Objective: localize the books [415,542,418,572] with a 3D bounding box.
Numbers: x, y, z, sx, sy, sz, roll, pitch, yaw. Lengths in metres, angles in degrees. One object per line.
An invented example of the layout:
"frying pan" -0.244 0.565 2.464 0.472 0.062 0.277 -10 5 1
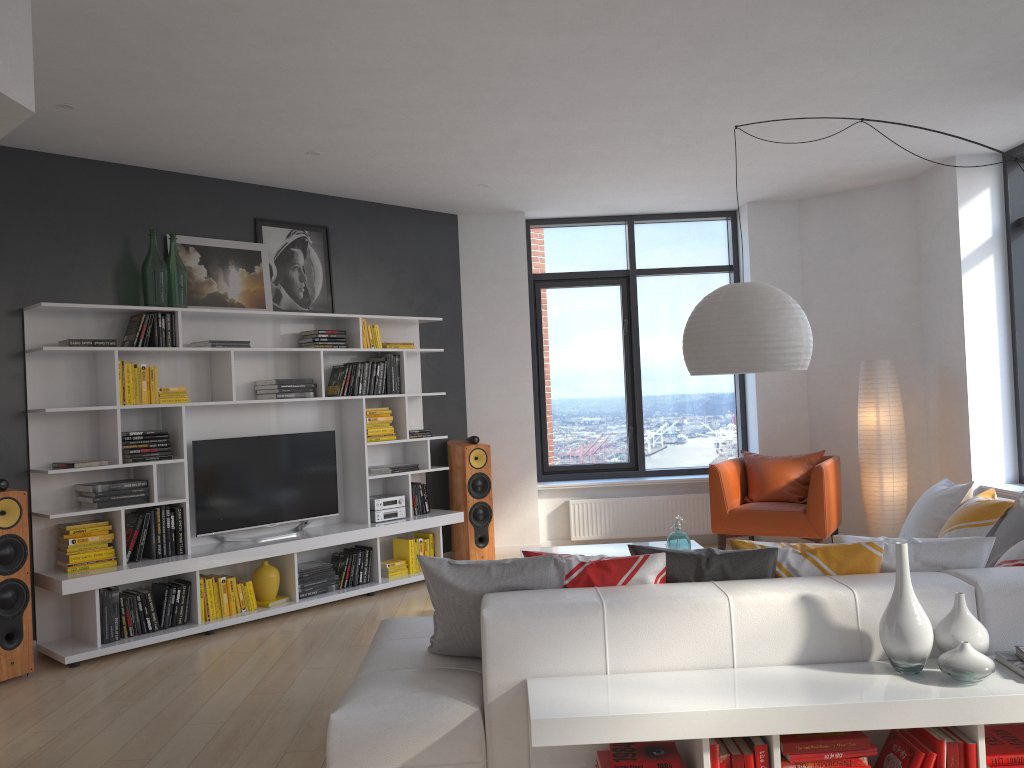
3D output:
"books" -0.786 1.335 6.862 0.156 0.229 0.024 -3 -1 44

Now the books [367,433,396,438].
"books" -1.059 0.397 6.813 0.257 0.024 0.203 -2 -1 -43

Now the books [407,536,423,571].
"books" -0.765 1.322 6.908 0.185 0.250 0.035 -3 -1 44

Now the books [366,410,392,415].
"books" -1.067 0.221 6.833 0.223 0.023 0.163 -2 -1 -42

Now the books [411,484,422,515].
"books" -0.783 0.909 7.004 0.169 0.242 0.050 -3 -1 44

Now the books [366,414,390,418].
"books" -1.074 0.245 6.830 0.227 0.022 0.160 -2 -1 -30

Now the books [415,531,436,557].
"books" -0.683 1.310 7.017 0.213 0.270 0.025 -3 -1 44

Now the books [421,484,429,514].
"books" -0.745 0.909 7.048 0.177 0.242 0.066 -3 -1 44

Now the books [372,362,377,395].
"books" -1.109 -0.037 6.755 0.192 0.254 0.075 -3 -1 43

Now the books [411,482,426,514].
"books" -0.772 0.904 7.033 0.193 0.255 0.066 -3 -1 44

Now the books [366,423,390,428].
"books" -1.069 0.318 6.805 0.217 0.023 0.145 -2 -1 -42

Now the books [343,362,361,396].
"books" -1.211 -0.034 6.655 0.192 0.254 0.075 -3 -1 43

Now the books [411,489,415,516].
"books" -0.852 0.899 6.961 0.202 0.268 0.053 -3 -1 44

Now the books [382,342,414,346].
"books" -0.934 -0.307 6.959 0.257 0.024 0.203 -2 -1 -43

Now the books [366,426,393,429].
"books" -1.076 0.336 6.826 0.251 0.014 0.189 -2 -1 -43

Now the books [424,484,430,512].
"books" -0.744 0.913 7.095 0.179 0.233 0.077 -3 -1 44

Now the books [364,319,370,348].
"books" -1.146 -0.373 6.712 0.164 0.224 0.054 -3 -1 43

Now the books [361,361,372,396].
"books" -1.142 -0.039 6.724 0.197 0.260 0.066 -3 -1 44

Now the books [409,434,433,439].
"books" -0.764 0.414 7.041 0.213 0.023 0.161 -2 -1 -42

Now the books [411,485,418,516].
"books" -0.826 0.914 6.981 0.189 0.240 0.053 -3 -1 45

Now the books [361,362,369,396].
"books" -1.165 -0.033 6.699 0.191 0.249 0.084 -3 -1 44

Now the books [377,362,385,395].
"books" -1.063 -0.037 6.800 0.191 0.249 0.084 -3 -1 44

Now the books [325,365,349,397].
"books" -1.293 -0.021 6.564 0.182 0.234 0.104 -3 -1 44

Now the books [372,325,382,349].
"books" -1.062 -0.356 6.760 0.064 0.184 0.141 -2 -1 -45

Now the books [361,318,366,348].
"books" -1.164 -0.374 6.655 0.161 0.229 0.041 -3 -1 43

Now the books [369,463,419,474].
"books" -0.920 0.659 6.933 0.250 0.047 0.310 -3 -1 40

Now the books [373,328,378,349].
"books" -1.067 -0.343 6.733 0.108 0.161 0.046 -3 -1 43

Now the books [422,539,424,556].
"books" -0.746 1.327 6.930 0.169 0.239 0.023 -3 -1 44

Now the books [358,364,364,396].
"books" -1.187 -0.028 6.670 0.179 0.243 0.068 -3 -1 43

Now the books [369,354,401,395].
"books" -0.994 -0.069 6.914 0.259 0.321 0.128 -3 -1 44

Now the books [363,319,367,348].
"books" -1.161 -0.372 6.684 0.163 0.224 0.041 -3 -1 43

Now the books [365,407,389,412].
"books" -1.091 0.199 6.843 0.223 0.023 0.163 -2 -1 -42

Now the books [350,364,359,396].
"books" -1.208 -0.027 6.620 0.069 0.242 0.172 -2 -1 -45

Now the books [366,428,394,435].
"books" -1.063 0.364 6.818 0.189 0.042 0.243 -3 -1 44

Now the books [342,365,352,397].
"books" -1.273 -0.021 6.591 0.187 0.234 0.096 -3 -1 45

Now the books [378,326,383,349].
"books" -1.051 -0.356 6.783 0.044 0.184 0.142 -2 -1 -45

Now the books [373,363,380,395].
"books" -1.081 -0.034 6.764 0.179 0.243 0.071 -3 -1 43

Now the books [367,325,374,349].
"books" -1.108 -0.352 6.719 0.132 0.180 0.054 -3 -1 44

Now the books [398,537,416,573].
"books" -0.815 1.320 6.864 0.199 0.263 0.015 -3 -1 44

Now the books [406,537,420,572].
"books" -0.785 1.323 6.890 0.180 0.251 0.019 -3 -1 44

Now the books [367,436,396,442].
"books" -1.050 0.422 6.809 0.257 0.028 0.194 -2 -1 -41

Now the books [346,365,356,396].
"books" -1.241 -0.023 6.604 0.169 0.233 0.081 -3 -1 43

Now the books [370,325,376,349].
"books" -1.089 -0.352 6.728 0.128 0.178 0.044 -3 -1 44

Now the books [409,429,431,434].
"books" -0.777 0.377 7.055 0.213 0.023 0.161 -2 -1 -42

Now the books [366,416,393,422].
"books" -1.067 0.272 6.833 0.239 0.033 0.176 -2 -1 -43

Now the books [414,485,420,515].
"books" -0.804 0.914 6.993 0.170 0.236 0.049 -3 -1 45

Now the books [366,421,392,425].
"books" -1.074 0.298 6.826 0.171 0.019 0.239 -3 -1 44

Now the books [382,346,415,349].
"books" -0.925 -0.282 6.955 0.257 0.028 0.194 -2 -1 -41

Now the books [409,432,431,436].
"books" -0.768 0.395 7.043 0.142 0.015 0.198 -3 -1 43

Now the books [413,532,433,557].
"books" -0.695 1.311 6.991 0.204 0.270 0.029 -3 -1 44

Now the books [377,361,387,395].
"books" -1.040 -0.042 6.825 0.197 0.260 0.066 -3 -1 44

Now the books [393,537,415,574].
"books" -0.835 1.322 6.840 0.198 0.255 0.044 -3 -1 44
